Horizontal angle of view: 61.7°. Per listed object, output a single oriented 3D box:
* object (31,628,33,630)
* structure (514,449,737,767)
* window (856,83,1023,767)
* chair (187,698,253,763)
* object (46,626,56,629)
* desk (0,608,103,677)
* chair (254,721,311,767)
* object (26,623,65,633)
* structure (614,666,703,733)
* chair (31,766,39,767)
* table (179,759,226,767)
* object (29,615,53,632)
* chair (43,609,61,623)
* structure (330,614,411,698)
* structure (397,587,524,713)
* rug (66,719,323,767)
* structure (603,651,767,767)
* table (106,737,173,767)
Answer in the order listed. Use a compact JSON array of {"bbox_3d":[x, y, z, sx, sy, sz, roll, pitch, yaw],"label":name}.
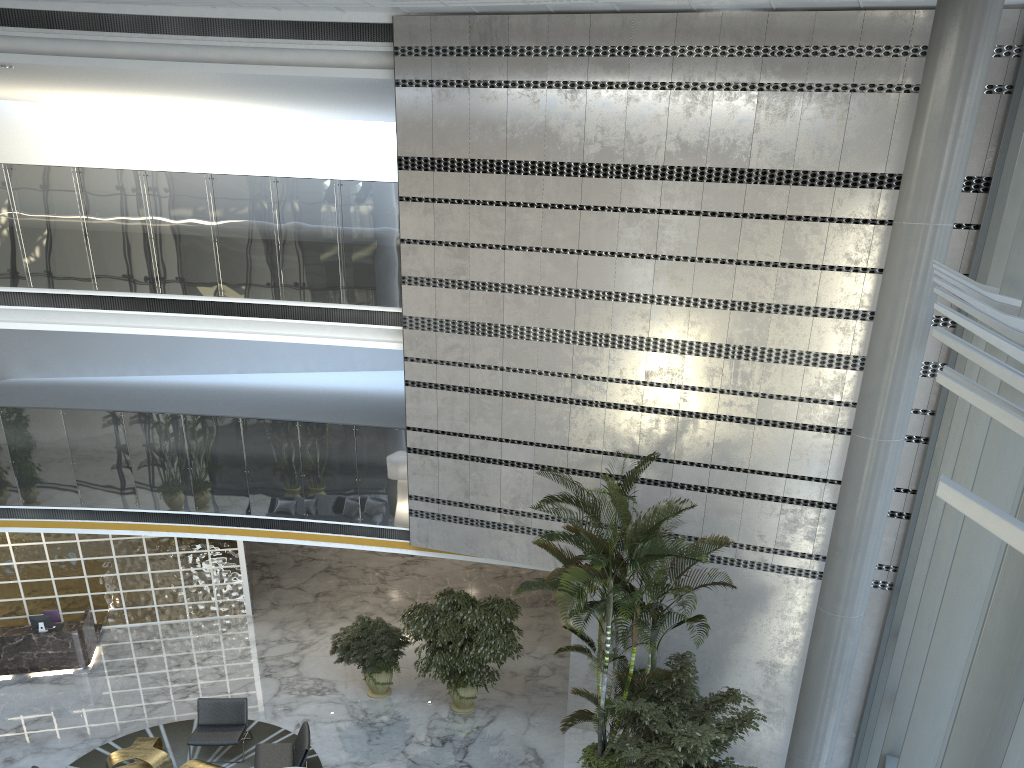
[{"bbox_3d":[-7.650,3.901,13.661,0.036,0.019,0.058,-2,14,-15],"label":"object"},{"bbox_3d":[1.205,3.139,10.490,2.339,5.142,2.385,12,24,25],"label":"structure"},{"bbox_3d":[-4.060,0.487,7.664,17.556,11.141,13.108,12,20,32],"label":"window"},{"bbox_3d":[-4.038,4.785,11.834,0.726,0.742,0.658,1,18,-4],"label":"chair"},{"bbox_3d":[-7.458,3.903,13.715,0.266,0.011,0.065,-1,13,-16],"label":"object"},{"bbox_3d":[-8.542,4.125,13.921,3.180,0.785,1.438,-1,15,-16],"label":"desk"},{"bbox_3d":[-3.017,4.943,11.321,0.733,0.742,0.652,-2,19,-14],"label":"chair"},{"bbox_3d":[-7.448,3.924,13.660,0.515,0.005,0.375,-1,12,-16],"label":"object"},{"bbox_3d":[2.009,4.627,11.793,1.132,1.708,1.264,-8,22,-25],"label":"structure"},{"bbox_3d":[-5.376,5.008,10.475,0.724,0.742,0.661,-10,22,-32],"label":"chair"},{"bbox_3d":[-4.104,5.176,10.674,1.354,0.441,1.093,-8,17,-38],"label":"table"},{"bbox_3d":[-7.436,3.785,13.534,0.293,0.325,0.102,-3,23,-15],"label":"object"},{"bbox_3d":[-7.512,4.022,14.013,0.259,0.647,0.308,-5,22,-15],"label":"chair"},{"bbox_3d":[-2.160,4.216,13.321,1.105,1.468,1.154,14,23,31],"label":"structure"},{"bbox_3d":[-0.728,4.030,12.834,1.616,2.183,1.854,-13,24,-36],"label":"structure"},{"bbox_3d":[-4.278,5.300,11.156,3.563,0.020,3.210,0,12,-11],"label":"rug"},{"bbox_3d":[1.970,4.523,10.290,1.848,2.536,1.697,4,20,5],"label":"structure"},{"bbox_3d":[-4.978,5.021,11.544,0.864,0.301,0.680,2,14,-4],"label":"table"}]
